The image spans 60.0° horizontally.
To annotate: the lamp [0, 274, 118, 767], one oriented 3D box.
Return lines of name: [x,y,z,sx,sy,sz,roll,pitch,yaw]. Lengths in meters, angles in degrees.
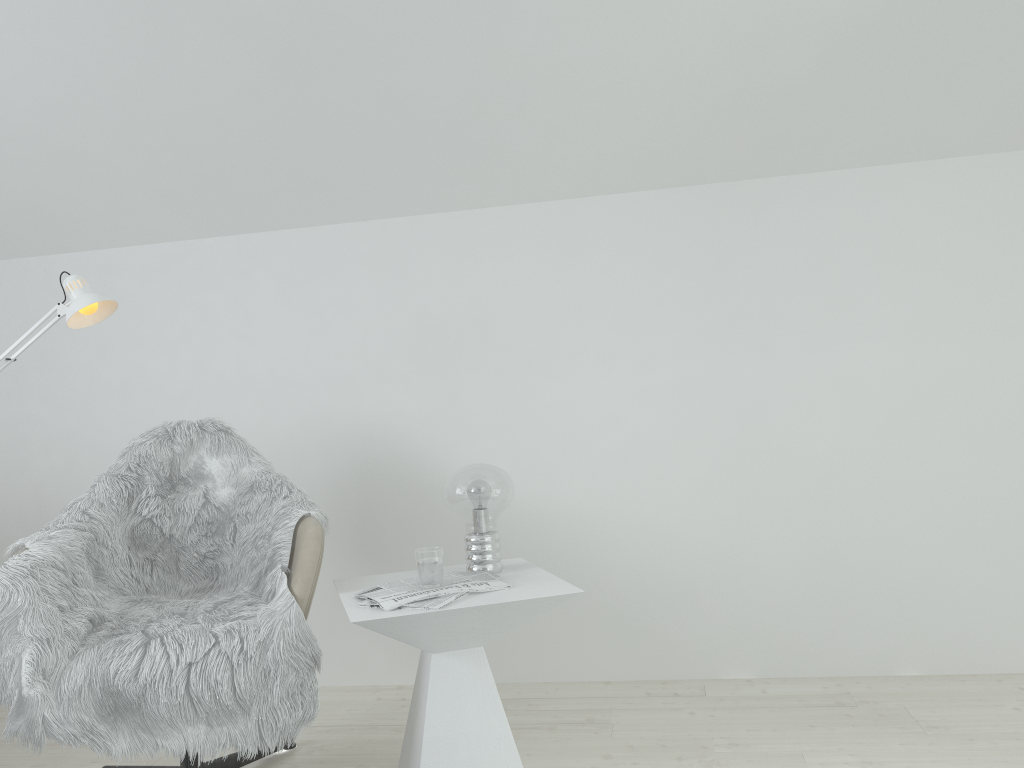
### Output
lamp: [-1.285,0.402,2.383,0.527,1.373,0.196,-4,-1,14]

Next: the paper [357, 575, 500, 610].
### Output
paper: [-0.186,0.477,2.060,0.205,0.015,0.312,-5,-2,24]

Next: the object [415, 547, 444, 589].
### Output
object: [-0.190,0.427,2.059,0.067,0.087,0.067,-4,-1,7]

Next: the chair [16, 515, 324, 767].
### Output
chair: [-0.860,0.587,2.329,0.719,0.941,0.776,-4,-1,-16]

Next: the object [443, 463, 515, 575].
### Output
object: [-0.080,0.343,2.275,0.185,0.279,0.185,-4,-1,3]

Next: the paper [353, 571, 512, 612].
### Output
paper: [-0.186,0.474,2.061,0.312,0.024,0.205,-3,-2,-31]

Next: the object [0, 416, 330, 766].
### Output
object: [-0.869,0.481,2.324,0.784,0.789,0.954,-4,-1,-10]
